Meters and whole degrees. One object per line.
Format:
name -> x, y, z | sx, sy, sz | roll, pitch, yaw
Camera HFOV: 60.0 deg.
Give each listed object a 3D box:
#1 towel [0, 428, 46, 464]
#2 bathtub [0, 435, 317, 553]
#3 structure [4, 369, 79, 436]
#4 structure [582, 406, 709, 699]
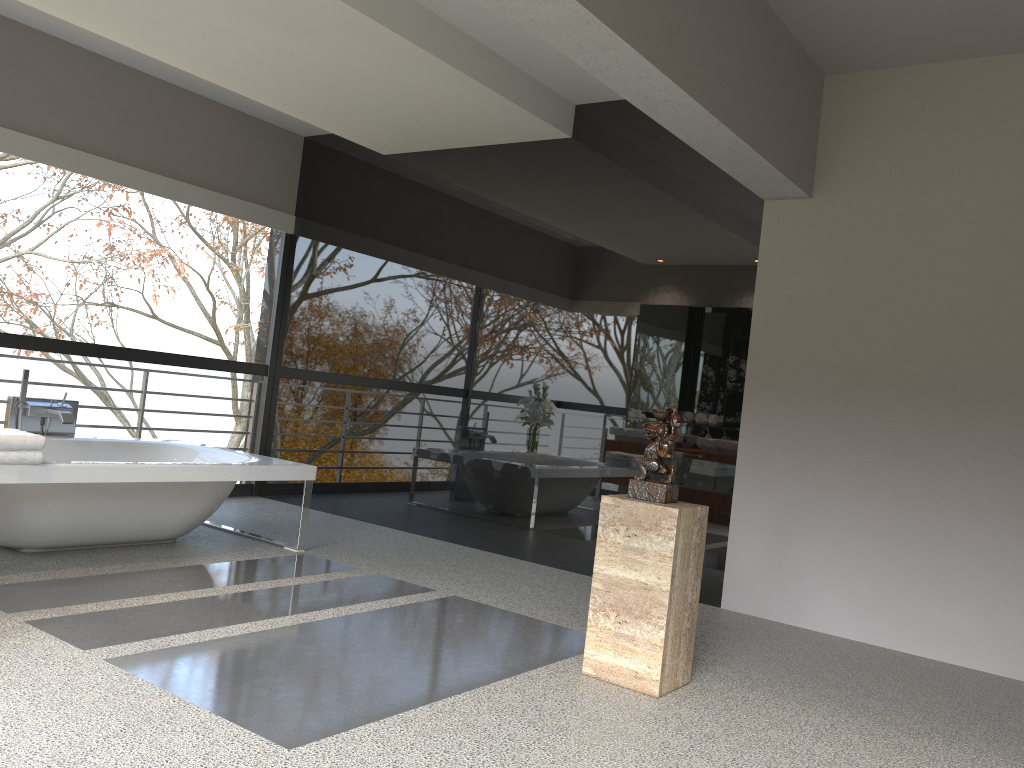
towel -> -2.266, 0.276, 3.883 | 0.305, 0.145, 0.321 | 6, -1, 38
bathtub -> -2.278, 0.604, 4.833 | 1.328, 0.504, 1.957 | 6, -1, 35
structure -> -2.722, 0.373, 5.224 | 0.330, 0.885, 0.402 | 5, -2, 35
structure -> 0.545, 0.617, 3.473 | 0.328, 1.074, 0.291 | 5, -2, 35
